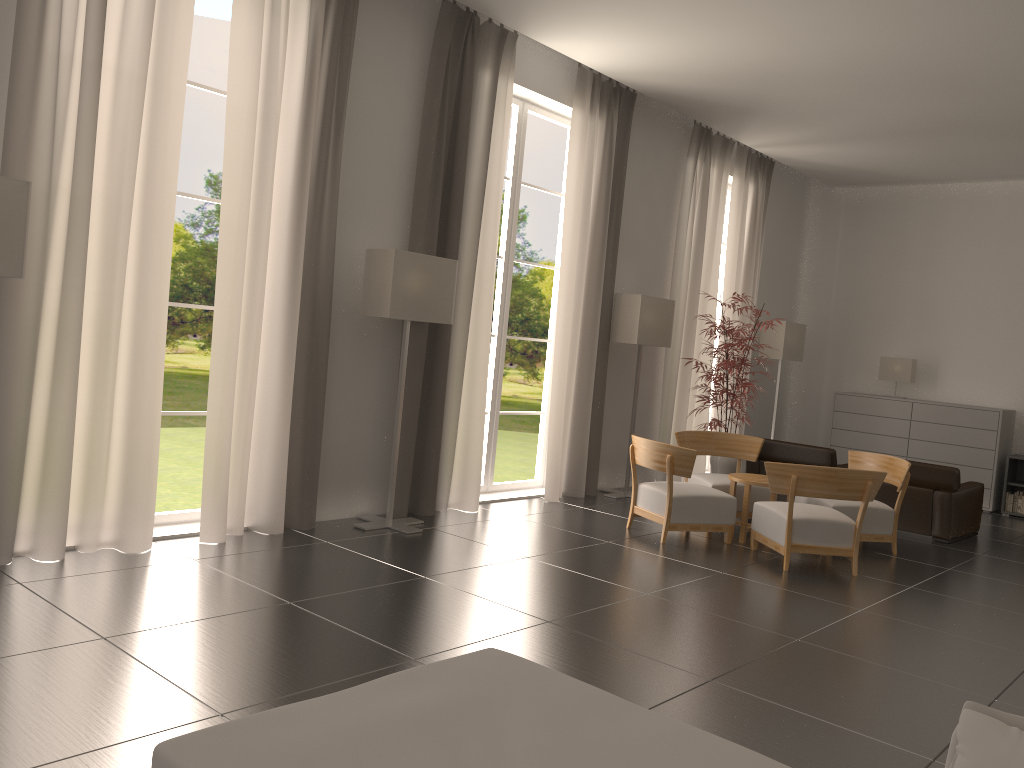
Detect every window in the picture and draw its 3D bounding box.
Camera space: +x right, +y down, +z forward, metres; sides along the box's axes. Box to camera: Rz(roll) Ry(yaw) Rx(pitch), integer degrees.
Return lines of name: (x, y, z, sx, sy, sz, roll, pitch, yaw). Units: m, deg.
window: (-0.134, -1.263, 12.952, 0.110, 5.747, 2.642, 7, 2, 41)
window: (-3.606, -1.394, 8.970, 0.110, 5.747, 2.642, 7, 2, 41)
window: (3.338, -1.131, 16.933, 0.110, 5.747, 2.642, 7, 2, 41)
window: (14.788, -2.444, 12.847, 99.237, 20.569, 48.599, 8, 4, 41)

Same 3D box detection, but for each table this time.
table: (3.238, 1.638, 11.603, 0.869, 0.802, 0.871, 4, 3, -26)

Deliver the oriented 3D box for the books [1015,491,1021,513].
books: (9.089, 2.112, 15.922, 0.029, 0.385, 0.219, 7, 2, 41)

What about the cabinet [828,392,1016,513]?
cabinet: (7.923, 1.257, 17.368, 3.084, 1.875, 1.039, 8, 3, 41)

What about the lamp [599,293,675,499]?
lamp: (1.969, 0.201, 14.116, 0.909, 3.177, 0.999, 7, 2, 41)

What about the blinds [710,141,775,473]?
blinds: (4.372, -1.355, 17.152, 0.418, 6.428, 1.549, 7, 2, 37)

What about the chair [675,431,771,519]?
chair: (3.072, 1.354, 12.740, 1.451, 1.226, 1.152, 5, 2, -14)

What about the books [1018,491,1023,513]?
books: (9.126, 2.118, 15.881, 0.039, 0.384, 0.232, 7, 3, 41)

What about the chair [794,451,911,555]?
chair: (4.532, 1.537, 11.814, 1.150, 1.226, 1.453, 5, 2, -9)

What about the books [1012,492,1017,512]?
books: (9.064, 2.122, 15.949, 0.039, 0.357, 0.210, 7, 2, 41)

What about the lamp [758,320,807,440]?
lamp: (5.384, 0.330, 18.032, 0.909, 3.177, 0.999, 7, 2, 41)

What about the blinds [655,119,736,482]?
blinds: (3.259, -1.398, 15.878, 1.549, 6.428, 0.415, 4, 2, -45)

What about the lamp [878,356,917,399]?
lamp: (7.741, -0.125, 17.840, 0.619, 0.795, 0.309, 7, 3, 41)

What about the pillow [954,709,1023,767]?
pillow: (1.480, 1.288, 2.250, 0.802, 0.598, 0.585, 7, 3, 40)

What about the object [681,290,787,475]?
object: (3.396, 0.228, 14.189, 1.491, 3.396, 1.770, 6, 2, 26)

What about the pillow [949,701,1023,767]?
pillow: (1.572, 1.312, 2.354, 0.920, 0.577, 0.549, 8, 3, 41)

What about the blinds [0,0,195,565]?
blinds: (-3.706, -1.662, 7.890, 1.548, 6.428, 0.415, 4, 2, -45)

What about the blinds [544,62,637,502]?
blinds: (1.136, -1.478, 13.441, 0.418, 6.428, 1.549, 7, 2, 37)

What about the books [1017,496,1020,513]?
books: (9.105, 2.156, 15.908, 0.017, 0.302, 0.215, 7, 3, 41)

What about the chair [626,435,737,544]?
chair: (2.134, 1.333, 11.371, 1.150, 1.226, 1.454, 4, 3, -24)

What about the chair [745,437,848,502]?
chair: (4.801, 1.491, 14.638, 1.539, 1.075, 1.499, 8, 3, 41)

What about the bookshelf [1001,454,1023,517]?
bookshelf: (10.216, 1.985, 15.167, 3.084, 1.078, 0.740, 8, 3, 41)

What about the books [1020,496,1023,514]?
books: (9.152, 2.155, 15.854, 0.039, 0.318, 0.236, 7, 3, 41)

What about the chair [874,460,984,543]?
chair: (6.138, 1.675, 13.464, 1.539, 1.075, 1.499, 8, 3, 41)

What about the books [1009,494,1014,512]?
books: (9.020, 2.140, 15.963, 0.039, 0.312, 0.245, 7, 3, 41)

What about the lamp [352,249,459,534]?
lamp: (-1.299, 0.077, 10.368, 0.909, 3.177, 0.999, 7, 2, 41)

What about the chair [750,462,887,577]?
chair: (3.518, 1.509, 10.443, 1.451, 1.226, 1.152, 5, 2, -4)

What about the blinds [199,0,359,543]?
blinds: (-2.437, -1.614, 9.343, 0.418, 6.428, 1.549, 7, 2, 37)

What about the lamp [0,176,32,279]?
lamp: (-4.425, -0.042, 6.783, 0.909, 3.177, 0.999, 7, 2, 41)

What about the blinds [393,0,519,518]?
blinds: (-0.725, -1.549, 11.308, 1.548, 6.428, 0.415, 4, 2, -45)

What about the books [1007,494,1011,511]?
books: (8.992, 2.139, 16.000, 0.048, 0.305, 0.226, 7, 3, 41)

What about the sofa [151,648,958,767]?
sofa: (0.124, 1.675, 0.609, 5.532, 1.204, 5.601, 8, 4, 41)

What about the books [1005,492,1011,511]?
books: (8.957, 2.118, 16.014, 0.022, 0.338, 0.253, 7, 3, 41)
